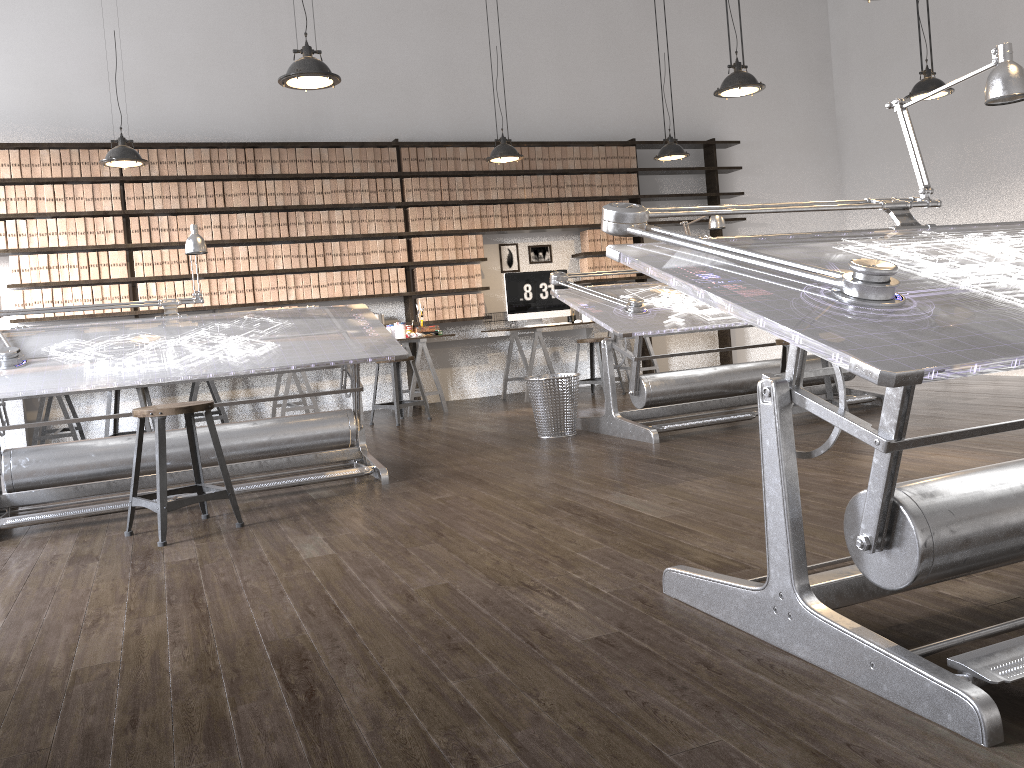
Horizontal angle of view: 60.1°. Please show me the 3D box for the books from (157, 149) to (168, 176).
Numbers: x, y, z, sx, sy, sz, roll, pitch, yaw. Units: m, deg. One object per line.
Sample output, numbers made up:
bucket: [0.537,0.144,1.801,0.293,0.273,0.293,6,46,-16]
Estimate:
books: [-2.911,-1.829,7.383,0.067,0.225,0.174,-5,2,-22]

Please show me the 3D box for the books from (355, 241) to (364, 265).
books: [-1.388,-1.169,7.985,0.067,0.225,0.174,-5,2,-22]

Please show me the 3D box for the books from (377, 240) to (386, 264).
books: [-1.208,-1.190,8.059,0.067,0.225,0.174,-5,2,-22]

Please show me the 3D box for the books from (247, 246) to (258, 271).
books: [-2.241,-1.072,7.639,0.067,0.225,0.174,-5,2,-22]

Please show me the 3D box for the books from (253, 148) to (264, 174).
books: [-2.199,-1.910,7.672,0.067,0.225,0.174,-5,2,-22]

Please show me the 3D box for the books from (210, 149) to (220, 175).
books: [-2.533,-1.872,7.536,0.067,0.225,0.174,-5,2,-22]

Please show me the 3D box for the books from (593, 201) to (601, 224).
books: [0.815,-1.706,8.887,0.067,0.225,0.174,-5,2,-22]

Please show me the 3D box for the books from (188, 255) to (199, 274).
books: [-2.688,-1.021,7.463,0.067,0.225,0.174,-5,2,-22]

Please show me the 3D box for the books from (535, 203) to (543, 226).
books: [0.228,-1.639,8.653,0.067,0.225,0.174,-5,2,-22]

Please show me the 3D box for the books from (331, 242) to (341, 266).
books: [-1.582,-1.147,7.908,0.067,0.225,0.174,-5,2,-22]

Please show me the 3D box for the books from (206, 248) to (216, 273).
books: [-2.557,-1.036,7.516,0.067,0.225,0.174,-5,2,-22]

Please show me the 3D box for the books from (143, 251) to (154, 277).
books: [-3.008,-0.984,7.325,0.067,0.225,0.174,-5,2,-22]

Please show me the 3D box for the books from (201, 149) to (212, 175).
books: [-2.592,-1.864,7.505,0.067,0.225,0.174,-5,2,-22]

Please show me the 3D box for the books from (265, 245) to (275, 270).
books: [-2.114,-1.087,7.697,0.067,0.225,0.174,-5,2,-22]

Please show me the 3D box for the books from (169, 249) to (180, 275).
books: [-2.825,-1.005,7.407,0.067,0.225,0.174,-5,2,-22]

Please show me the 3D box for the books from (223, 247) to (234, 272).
books: [-2.427,-1.050,7.562,0.067,0.225,0.174,-5,2,-22]

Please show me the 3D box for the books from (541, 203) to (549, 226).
books: [0.293,-1.646,8.677,0.067,0.225,0.174,-5,2,-22]

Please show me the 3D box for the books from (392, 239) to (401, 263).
books: [-1.081,-1.205,8.117,0.067,0.225,0.174,-5,2,-22]

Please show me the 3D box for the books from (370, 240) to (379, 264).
books: [-1.270,-1.183,8.036,0.067,0.225,0.174,-5,2,-22]

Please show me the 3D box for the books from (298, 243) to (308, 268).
books: [-1.856,-1.116,7.799,0.067,0.225,0.174,-5,2,-22]

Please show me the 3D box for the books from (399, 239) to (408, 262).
books: [-1.018,-1.211,8.135,0.067,0.225,0.174,-5,2,-22]

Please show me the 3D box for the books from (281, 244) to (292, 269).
books: [-1.980,-1.101,7.744,0.067,0.225,0.174,-5,2,-22]

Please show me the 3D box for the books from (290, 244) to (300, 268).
books: [-1.913,-1.109,7.771,0.067,0.225,0.174,-5,2,-22]

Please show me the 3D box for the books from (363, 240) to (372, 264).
books: [-1.328,-1.176,8.014,0.067,0.225,0.174,-5,2,-22]

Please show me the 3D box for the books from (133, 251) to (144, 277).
books: [-3.077,-0.976,7.301,0.067,0.225,0.174,-5,2,-22]

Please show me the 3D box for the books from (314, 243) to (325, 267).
books: [-1.717,-1.132,7.852,0.067,0.225,0.174,-5,2,-22]

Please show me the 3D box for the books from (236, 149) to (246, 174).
books: [-2.336,-1.894,7.616,0.067,0.225,0.174,-5,2,-22]

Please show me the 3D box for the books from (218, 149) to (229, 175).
books: [-2.467,-1.879,7.562,0.067,0.225,0.174,-5,2,-22]

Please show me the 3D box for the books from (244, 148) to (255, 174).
books: [-2.265,-1.902,7.639,0.067,0.225,0.174,-5,2,-22]

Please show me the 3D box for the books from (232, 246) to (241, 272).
books: [-2.367,-1.057,7.592,0.067,0.225,0.174,-5,2,-22]

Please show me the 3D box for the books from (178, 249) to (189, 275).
books: [-2.755,-1.013,7.430,0.067,0.225,0.174,-5,2,-22]

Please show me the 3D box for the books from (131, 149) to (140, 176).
books: [-3.106,-1.806,7.296,0.067,0.225,0.174,-5,2,-22]

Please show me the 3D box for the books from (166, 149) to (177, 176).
books: [-2.846,-1.836,7.407,0.067,0.225,0.174,-5,2,-22]

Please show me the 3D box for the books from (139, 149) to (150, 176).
books: [-3.039,-1.813,7.323,0.067,0.225,0.174,-5,2,-22]

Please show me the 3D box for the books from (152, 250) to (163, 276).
books: [-2.942,-0.991,7.352,0.067,0.225,0.174,-5,2,-22]

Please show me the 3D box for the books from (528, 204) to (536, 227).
books: [0.165,-1.632,8.623,0.067,0.225,0.174,-5,2,-22]

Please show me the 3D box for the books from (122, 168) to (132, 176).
books: [-3.166,-1.799,7.276,0.067,0.225,0.174,-5,2,-22]

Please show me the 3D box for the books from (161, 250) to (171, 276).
books: [-2.885,-0.998,7.380,0.067,0.225,0.174,-5,2,-22]

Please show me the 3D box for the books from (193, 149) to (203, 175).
books: [-2.656,-1.858,7.484,0.067,0.225,0.174,-5,2,-22]

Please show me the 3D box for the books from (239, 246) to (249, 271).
books: [-2.308,-1.064,7.614,0.067,0.225,0.174,-5,2,-22]

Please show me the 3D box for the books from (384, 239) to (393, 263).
books: [-1.144,-1.197,8.089,0.067,0.225,0.174,-5,2,-22]

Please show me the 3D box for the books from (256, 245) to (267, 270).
books: [-2.177,-1.079,7.669,0.067,0.225,0.174,-5,2,-22]

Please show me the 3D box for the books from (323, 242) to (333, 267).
books: [-1.649,-1.140,7.885,0.067,0.225,0.174,-5,2,-22]

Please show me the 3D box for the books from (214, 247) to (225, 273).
books: [-2.491,-1.043,7.542,0.067,0.225,0.174,-5,2,-22]

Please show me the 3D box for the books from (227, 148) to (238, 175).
books: [-2.400,-1.887,7.585,0.067,0.225,0.174,-5,2,-22]

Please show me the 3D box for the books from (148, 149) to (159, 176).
books: [-2.974,-1.821,7.353,0.067,0.225,0.174,-5,2,-22]

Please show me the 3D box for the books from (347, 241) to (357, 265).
books: [-1.453,-1.162,7.965,0.067,0.225,0.174,-5,2,-22]

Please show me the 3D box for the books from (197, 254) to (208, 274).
books: [-2.620,-1.028,7.485,0.067,0.225,0.174,-5,2,-22]

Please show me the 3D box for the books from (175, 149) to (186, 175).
books: [-2.779,-1.843,7.430,0.067,0.225,0.174,-5,2,-22]

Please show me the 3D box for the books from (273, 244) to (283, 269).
books: [-2.048,-1.094,7.720,0.067,0.225,0.174,-5,2,-22]

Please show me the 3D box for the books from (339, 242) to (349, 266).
books: [-1.518,-1.155,7.938,0.067,0.225,0.174,-5,2,-22]

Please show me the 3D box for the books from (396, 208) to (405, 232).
books: [-1.045,-1.487,8.133,0.067,0.225,0.174,-5,2,-22]
